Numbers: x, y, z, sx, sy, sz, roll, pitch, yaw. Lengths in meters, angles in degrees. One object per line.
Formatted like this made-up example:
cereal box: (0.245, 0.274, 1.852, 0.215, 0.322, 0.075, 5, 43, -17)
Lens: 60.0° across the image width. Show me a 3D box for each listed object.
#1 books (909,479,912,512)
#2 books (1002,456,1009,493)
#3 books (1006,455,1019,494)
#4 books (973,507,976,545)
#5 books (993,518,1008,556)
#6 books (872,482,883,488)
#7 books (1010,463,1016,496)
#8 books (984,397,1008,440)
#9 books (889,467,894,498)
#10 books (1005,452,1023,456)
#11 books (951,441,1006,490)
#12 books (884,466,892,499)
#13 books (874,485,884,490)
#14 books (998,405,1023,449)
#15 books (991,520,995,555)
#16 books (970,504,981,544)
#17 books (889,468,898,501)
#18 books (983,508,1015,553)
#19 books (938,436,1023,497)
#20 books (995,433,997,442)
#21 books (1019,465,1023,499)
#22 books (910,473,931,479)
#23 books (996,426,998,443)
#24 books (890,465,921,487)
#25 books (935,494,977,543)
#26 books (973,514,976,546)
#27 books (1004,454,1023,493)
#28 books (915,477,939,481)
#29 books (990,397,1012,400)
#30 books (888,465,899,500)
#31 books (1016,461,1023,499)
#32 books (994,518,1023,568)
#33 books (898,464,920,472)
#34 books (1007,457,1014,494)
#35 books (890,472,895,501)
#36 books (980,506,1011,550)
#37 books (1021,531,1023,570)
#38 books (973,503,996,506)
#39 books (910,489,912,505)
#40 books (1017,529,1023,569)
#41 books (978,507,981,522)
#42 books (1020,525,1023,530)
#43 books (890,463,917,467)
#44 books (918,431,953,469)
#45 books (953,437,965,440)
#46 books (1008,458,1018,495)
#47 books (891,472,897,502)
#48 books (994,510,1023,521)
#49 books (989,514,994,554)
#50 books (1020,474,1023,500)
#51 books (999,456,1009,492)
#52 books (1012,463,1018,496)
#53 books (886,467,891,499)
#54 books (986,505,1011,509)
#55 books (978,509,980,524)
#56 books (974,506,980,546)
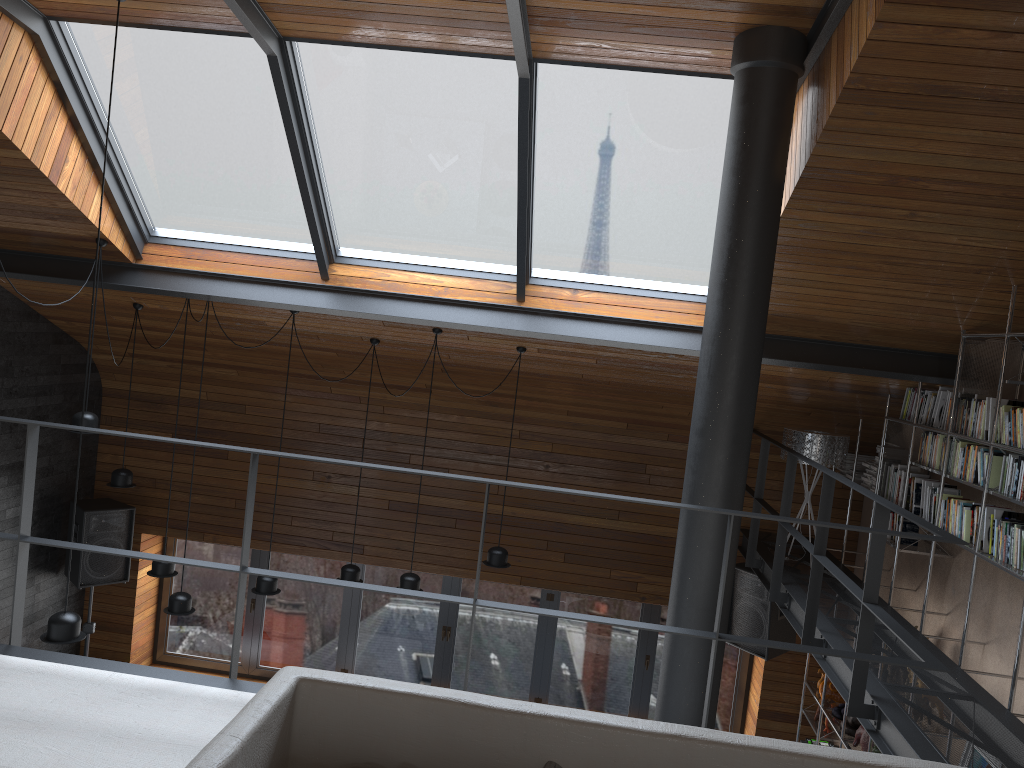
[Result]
books: (2.686, 0.739, 5.826, 0.133, 0.219, 0.058, 7, 3, 5)
books: (2.635, 0.479, 4.584, 0.169, 0.189, 0.018, 7, 3, 5)
books: (2.652, 0.475, 4.557, 0.192, 0.204, 0.012, 7, 3, 5)
books: (2.598, 0.787, 4.864, 0.123, 0.203, 0.054, 7, 3, 5)
books: (2.578, 0.799, 4.605, 0.137, 0.201, 0.047, 7, 3, 5)
books: (2.766, 0.748, 6.447, 0.252, 0.016, 0.182, 7, 3, 9)
books: (2.603, 0.492, 4.495, 0.130, 0.169, 0.010, 7, 3, 5)
books: (2.644, 0.196, 4.809, 0.148, 0.233, 0.053, 7, 3, 5)
books: (2.746, 0.713, 6.248, 0.148, 0.234, 0.013, 7, 3, 5)
books: (2.661, 0.470, 4.620, 0.207, 0.207, 0.010, 7, 3, 5)
books: (2.626, 0.451, 4.939, 0.139, 0.208, 0.494, 7, 3, 5)
books: (2.741, 0.708, 6.314, 0.148, 0.234, 0.013, 7, 3, 5)
books: (2.771, 0.762, 6.446, 0.217, 0.013, 0.161, 7, 3, 5)
books: (2.610, 0.228, 4.459, 0.139, 0.206, 0.497, 7, 3, 5)
books: (2.569, 0.807, 4.618, 0.131, 0.180, 0.042, 7, 3, 5)
books: (2.608, 0.780, 4.882, 0.155, 0.215, 0.055, 7, 3, 5)
books: (2.743, 0.716, 6.219, 0.160, 0.231, 0.021, 7, 3, 5)
books: (2.563, 0.777, 4.670, 0.148, 0.233, 0.053, 7, 3, 5)
books: (2.648, 0.448, 4.959, 0.138, 0.212, 1.040, 7, 3, 5)
books: (2.658, 0.216, 4.734, 0.149, 0.205, 0.049, 7, 3, 4)
books: (2.602, 0.485, 4.396, 0.148, 0.190, 0.013, 7, 3, 5)
books: (2.693, 0.721, 5.878, 0.131, 0.247, 0.018, 7, 3, 5)
books: (2.646, 0.228, 4.709, 0.131, 0.180, 0.042, 7, 3, 5)
books: (2.772, 0.707, 6.257, 0.192, 0.251, 0.012, 7, 3, 5)
books: (2.604, 0.772, 5.129, 0.139, 0.211, 0.467, 7, 3, 5)
books: (2.597, 0.793, 4.847, 0.126, 0.197, 0.047, 7, 3, 5)
books: (2.648, 0.472, 4.568, 0.191, 0.207, 0.012, 7, 3, 5)
books: (2.695, 0.735, 5.780, 0.148, 0.233, 0.053, 7, 3, 5)
books: (2.664, 0.196, 4.838, 0.143, 0.236, 0.062, 7, 3, 5)
books: (2.768, 0.703, 6.269, 0.191, 0.255, 0.012, 7, 3, 5)
books: (2.599, 0.484, 4.409, 0.148, 0.190, 0.013, 7, 3, 5)
books: (2.565, 0.805, 4.478, 0.136, 0.210, 0.273, 7, 3, 5)
books: (2.738, 0.700, 6.151, 0.143, 0.268, 0.020, 7, 3, 5)
books: (2.627, 0.479, 4.547, 0.148, 0.190, 0.013, 7, 3, 5)
books: (2.722, 0.728, 6.196, 0.130, 0.208, 0.010, 7, 3, 5)
books: (2.567, 0.775, 4.718, 0.148, 0.233, 0.053, 7, 3, 5)
books: (2.572, 0.821, 4.317, 0.169, 0.188, 0.058, 7, 3, 5)
books: (2.603, 0.775, 4.902, 0.118, 0.220, 0.054, 7, 3, 5)
books: (2.686, 0.742, 5.808, 0.136, 0.212, 0.051, 7, 3, 5)
books: (2.558, 0.817, 4.346, 0.148, 0.189, 0.053, 7, 3, 5)
books: (2.606, 0.786, 4.821, 0.137, 0.216, 0.049, 7, 3, 5)
books: (2.597, 0.813, 4.354, 0.207, 0.205, 0.053, 7, 3, 5)
books: (2.781, 0.702, 6.321, 0.207, 0.255, 0.010, 7, 3, 5)
books: (2.692, 0.416, 5.588, 0.130, 0.216, 0.311, 7, 3, 5)
books: (2.696, 0.431, 5.294, 0.143, 0.218, 0.020, 7, 3, 5)
books: (2.624, 0.482, 4.518, 0.160, 0.187, 0.021, 7, 3, 5)
books: (2.733, 0.727, 6.181, 0.146, 0.210, 0.018, 7, 3, 5)
books: (2.591, 0.783, 4.632, 0.148, 0.233, 0.053, 7, 3, 5)
books: (2.582, 0.795, 4.643, 0.149, 0.205, 0.049, 7, 3, 4)
books: (2.597, 0.500, 4.382, 0.143, 0.161, 0.019, 7, 3, 5)
books: (2.621, 0.475, 4.613, 0.148, 0.190, 0.013, 7, 3, 5)
books: (2.614, 0.491, 4.481, 0.146, 0.171, 0.018, 7, 3, 5)
books: (2.755, 0.712, 6.285, 0.169, 0.232, 0.018, 7, 3, 5)
books: (2.588, 0.775, 4.747, 0.143, 0.236, 0.062, 7, 3, 5)
books: (2.590, 0.789, 4.793, 0.131, 0.205, 0.051, 7, 3, 5)
books: (2.594, 0.784, 4.835, 0.133, 0.218, 0.051, 7, 3, 5)
